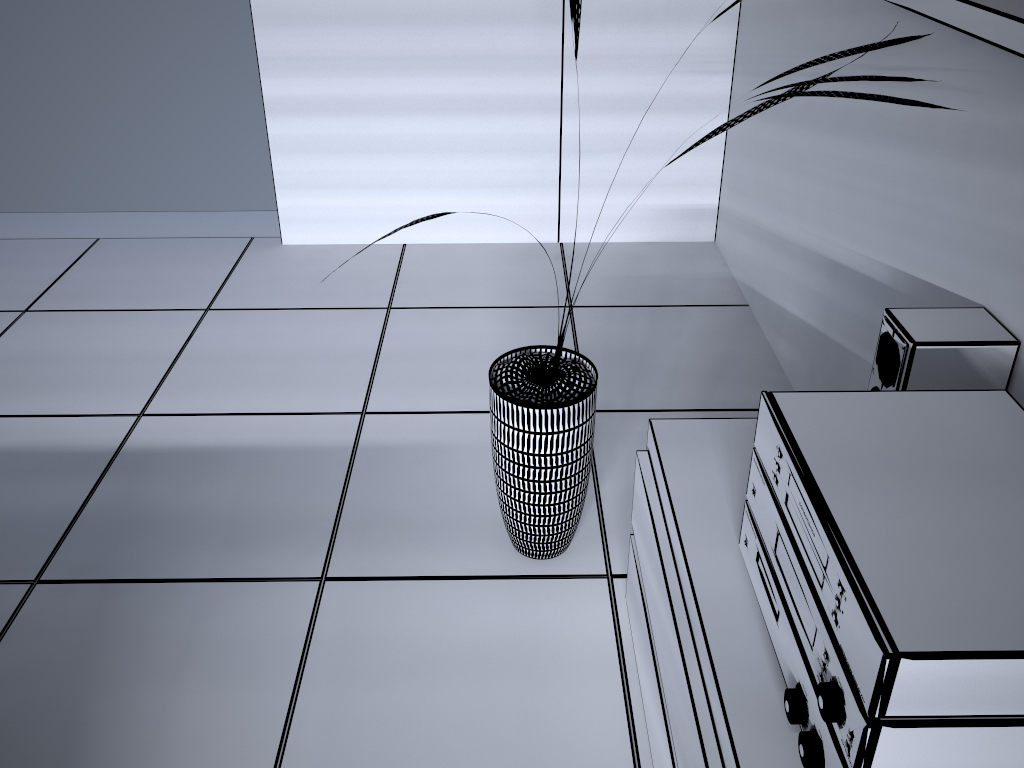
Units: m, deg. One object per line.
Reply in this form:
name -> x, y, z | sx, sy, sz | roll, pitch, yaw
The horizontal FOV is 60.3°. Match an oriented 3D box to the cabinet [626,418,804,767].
cabinet -> 0.522, 0.873, 0.685 | 0.574, 0.429, 2.379 | 0, 31, 0

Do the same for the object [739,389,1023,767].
object -> 0.491, 0.239, 1.046 | 0.347, 0.257, 0.451 | 0, 31, 0

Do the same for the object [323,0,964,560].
object -> 0.160, -0.295, 1.538 | 1.190, 1.512, 0.259 | 17, 33, 28

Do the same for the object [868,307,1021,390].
object -> 0.708, 0.001, 1.481 | 0.177, 0.221, 0.125 | 0, 29, 0
